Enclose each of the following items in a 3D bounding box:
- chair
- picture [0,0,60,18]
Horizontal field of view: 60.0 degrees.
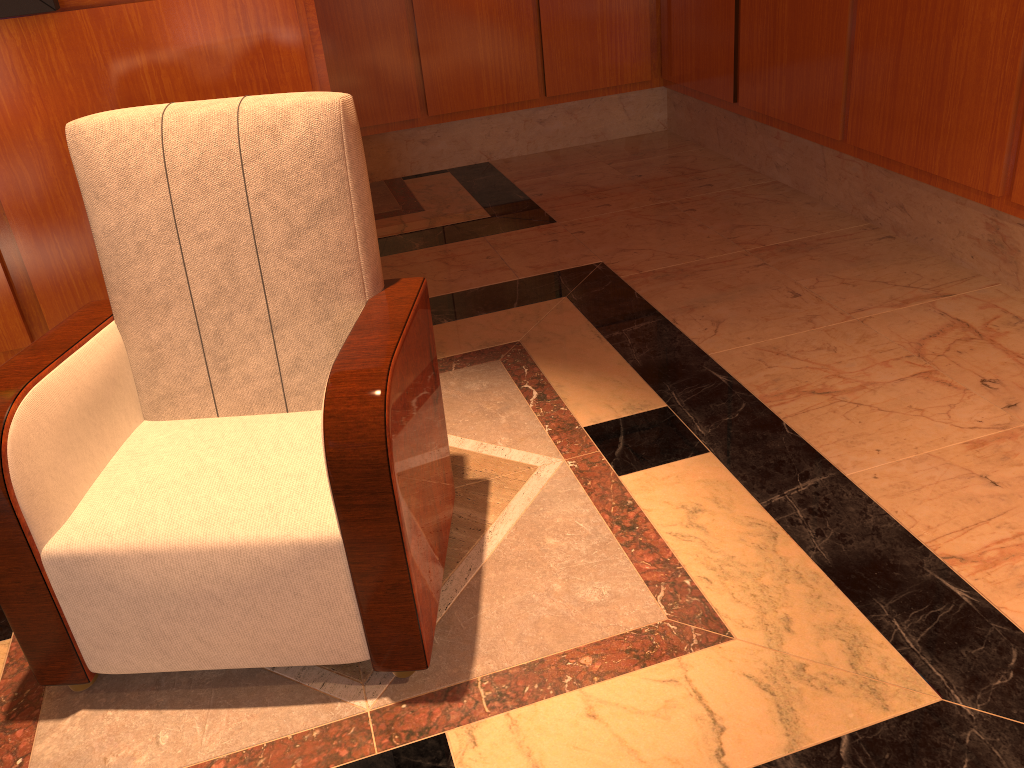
[{"bbox_3d":[-0.546,0.002,1.679,0.737,0.945,0.639,-4,28,4],"label":"chair"},{"bbox_3d":[-2.003,-1.327,1.281,2.000,1.708,0.057,-13,29,-12],"label":"picture"}]
